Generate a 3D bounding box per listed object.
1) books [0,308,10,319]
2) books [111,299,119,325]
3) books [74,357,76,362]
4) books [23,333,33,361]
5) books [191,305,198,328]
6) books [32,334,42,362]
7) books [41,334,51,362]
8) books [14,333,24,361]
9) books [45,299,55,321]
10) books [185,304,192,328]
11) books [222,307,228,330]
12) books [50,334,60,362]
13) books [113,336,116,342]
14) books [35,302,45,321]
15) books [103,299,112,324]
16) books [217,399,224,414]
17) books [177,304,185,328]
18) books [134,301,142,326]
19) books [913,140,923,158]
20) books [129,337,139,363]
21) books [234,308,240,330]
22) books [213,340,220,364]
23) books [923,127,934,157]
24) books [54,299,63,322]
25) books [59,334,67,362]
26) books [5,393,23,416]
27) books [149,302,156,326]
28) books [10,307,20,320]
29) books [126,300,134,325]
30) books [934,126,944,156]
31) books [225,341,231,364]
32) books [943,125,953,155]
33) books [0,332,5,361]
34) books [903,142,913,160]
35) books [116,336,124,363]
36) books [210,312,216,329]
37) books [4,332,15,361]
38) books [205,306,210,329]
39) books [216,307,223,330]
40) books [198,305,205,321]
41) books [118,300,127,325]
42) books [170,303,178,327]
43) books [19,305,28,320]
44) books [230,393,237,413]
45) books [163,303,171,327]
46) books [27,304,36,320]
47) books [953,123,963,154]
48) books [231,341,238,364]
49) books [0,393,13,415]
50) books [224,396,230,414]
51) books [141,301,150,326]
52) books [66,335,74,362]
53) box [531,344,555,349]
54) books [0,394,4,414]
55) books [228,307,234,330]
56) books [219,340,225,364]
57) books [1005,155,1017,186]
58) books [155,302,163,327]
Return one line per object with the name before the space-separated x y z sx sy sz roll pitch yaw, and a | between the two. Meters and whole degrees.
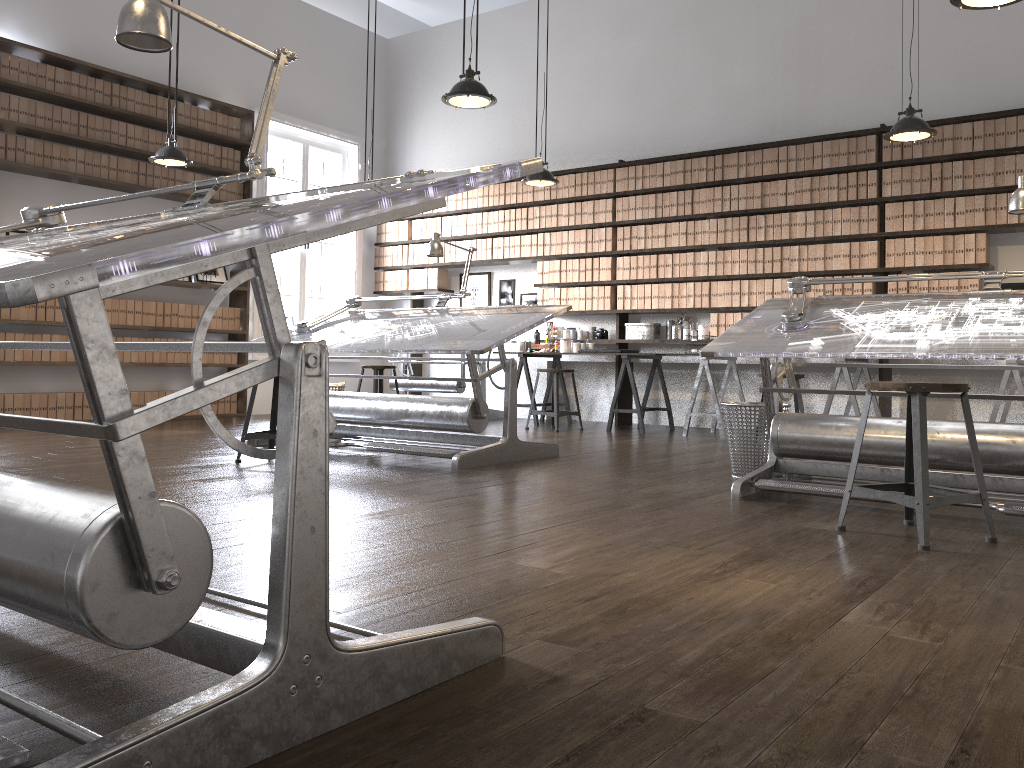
books | -4.015 -0.615 6.951 0.174 0.226 0.066 1 -1 36
books | -3.490 -0.622 7.685 0.174 0.226 0.066 1 -1 36
books | -3.678 -0.297 7.426 0.174 0.226 0.066 1 -1 36
books | -3.919 -0.294 7.095 0.174 0.226 0.066 1 -1 36
books | -3.030 -0.629 8.321 0.174 0.226 0.066 1 -1 36
books | -3.876 -0.295 7.150 0.174 0.226 0.066 1 -1 36
books | -3.832 -0.295 7.205 0.174 0.226 0.067 1 -1 36
books | -3.957 -0.294 7.036 0.174 0.226 0.066 1 -1 36
books | -3.815 -0.618 7.239 0.174 0.226 0.066 1 -1 36
books | -3.072 -0.628 8.264 0.174 0.226 0.066 1 -1 36
books | -2.834 -0.631 8.591 0.174 0.226 0.066 1 -1 36
books | -3.791 -0.296 7.265 0.174 0.226 0.066 1 -1 36
books | -3.505 -0.300 7.656 0.174 0.226 0.067 1 -1 36
books | -3.855 -0.617 7.175 0.174 0.226 0.067 1 -1 36
books | -3.528 -0.622 7.626 0.174 0.226 0.067 1 -1 36
books | -2.859 0.174 8.545 0.174 0.226 0.067 1 -1 36
books | -3.110 -0.628 8.204 0.174 0.226 0.066 1 -1 36
books | -3.361 -0.624 7.853 0.174 0.226 0.066 1 -1 36
books | 3.123 -1.819 6.775 0.067 0.226 0.174 0 -1 36
books | -3.382 -0.301 7.829 0.174 0.226 0.066 1 -1 36
books | -2.750 -0.632 8.697 0.174 0.226 0.067 1 -1 36
books | -2.891 -0.308 8.502 0.174 0.226 0.067 1 -1 36
books | 3.183 -1.818 6.737 0.067 0.226 0.174 0 -1 36
books | -3.770 -0.619 7.293 0.174 0.226 0.066 1 -1 36
books | -3.756 -0.296 7.316 0.174 0.226 0.066 1 -1 36
books | -3.961 0.189 7.028 0.174 0.226 0.066 1 -1 36
books | -3.285 -0.625 7.966 0.174 0.226 0.066 1 -1 36
books | -3.973 -0.616 7.010 0.174 0.226 0.067 1 -1 36
books | -3.407 -0.624 7.797 0.174 0.226 0.066 1 -1 36
books | 3.240 -1.816 6.695 0.067 0.226 0.174 0 -1 36
books | -2.814 -0.309 8.618 0.174 0.226 0.066 1 -1 36
books | 3.291 -1.814 6.651 0.067 0.226 0.174 0 -1 36
books | -4.039 -0.292 6.917 0.174 0.226 0.067 1 -1 36
books | 3.068 -1.822 6.821 0.067 0.226 0.174 0 -1 36
books | -3.466 -0.300 7.719 0.174 0.226 0.066 1 -1 36
books | -2.912 -0.630 8.479 0.174 0.226 0.066 1 -1 36
books | -3.996 -0.293 6.976 0.174 0.226 0.066 1 -1 36
books | -2.950 -0.630 8.429 0.174 0.226 0.066 1 -1 36
books | -2.872 -0.631 8.532 0.174 0.226 0.067 1 -1 36
books | -2.986 -0.629 8.372 0.174 0.226 0.067 1 -1 36
books | -3.451 -0.623 7.743 0.174 0.226 0.066 1 -1 36
books | -3.155 -0.627 8.149 0.174 0.226 0.066 1 -1 36
books | -3.939 -0.616 7.063 0.174 0.226 0.066 1 -1 36
books | -2.773 0.172 8.668 0.174 0.226 0.066 1 -1 36
books | -3.195 -0.626 8.085 0.174 0.226 0.067 1 -1 36
books | -3.903 -0.617 7.118 0.174 0.226 0.066 1 -1 36
books | 3.348 -1.812 6.616 0.067 0.226 0.174 0 -1 36
books | -2.769 -0.310 8.673 0.174 0.226 0.066 1 -1 36
books | -4.002 0.189 6.968 0.174 0.226 0.067 1 -1 36
books | -2.820 0.173 8.609 0.174 0.226 0.066 1 -1 36
books | -3.319 -0.625 7.912 0.174 0.226 0.067 1 -1 36
books | -3.713 -0.297 7.368 0.174 0.226 0.067 1 -1 36
box | 0.304 -0.339 8.418 0.212 0.083 0.137 2 1 36
books | -4.046 0.190 6.914 0.174 0.226 0.066 1 -1 36
books | -2.794 -0.632 8.648 0.174 0.226 0.066 1 -1 36
books | -2.856 -0.309 8.560 0.174 0.226 0.066 1 -1 36
books | 3.616 -1.525 6.408 0.067 0.226 0.174 0 -1 36
books | -3.243 -0.626 8.029 0.174 0.226 0.066 1 -1 36
